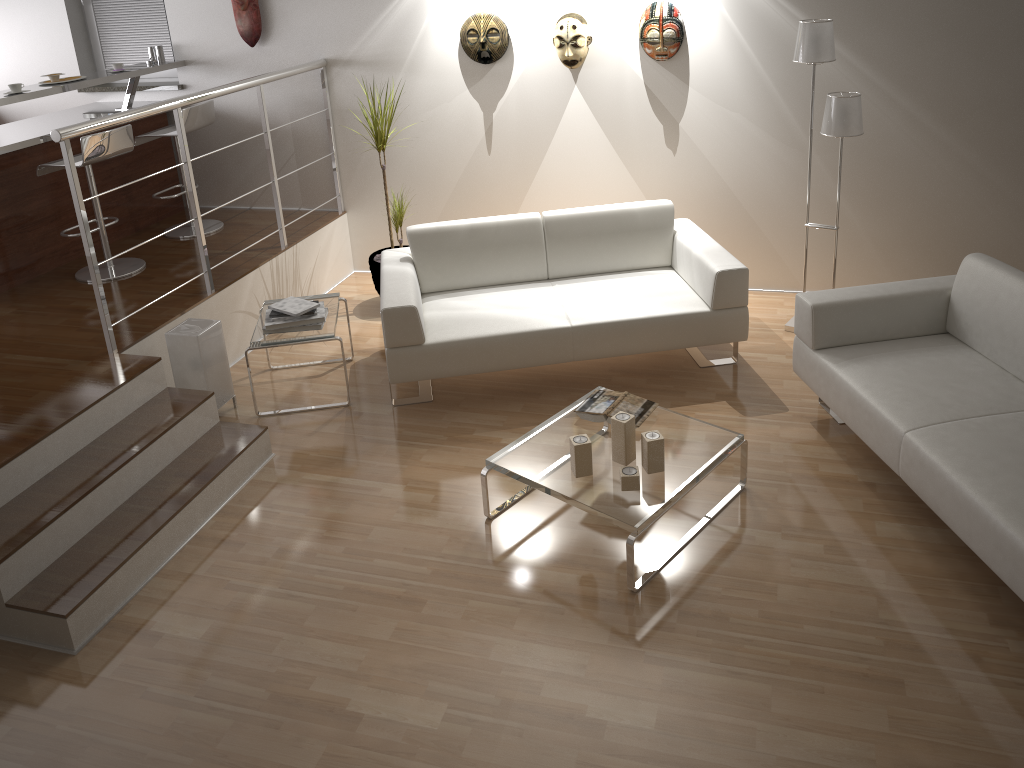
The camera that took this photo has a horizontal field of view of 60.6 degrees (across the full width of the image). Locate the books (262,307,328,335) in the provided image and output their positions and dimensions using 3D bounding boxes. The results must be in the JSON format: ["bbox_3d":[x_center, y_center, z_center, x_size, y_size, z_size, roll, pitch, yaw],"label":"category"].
[{"bbox_3d":[-1.077,-0.317,4.371,0.287,0.026,0.240,-5,26,-2],"label":"books"}]

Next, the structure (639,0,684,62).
[{"bbox_3d":[0.857,-2.038,5.057,0.265,0.336,0.079,3,21,18],"label":"structure"}]

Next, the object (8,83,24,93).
[{"bbox_3d":[-2.750,-1.642,4.862,0.080,0.043,0.070,-16,27,-25],"label":"object"}]

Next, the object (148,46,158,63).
[{"bbox_3d":[-2.487,-2.279,6.060,0.052,0.104,0.055,-3,21,2],"label":"object"}]

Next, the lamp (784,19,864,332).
[{"bbox_3d":[1.627,-1.043,4.568,0.370,1.586,0.216,11,25,37],"label":"lamp"}]

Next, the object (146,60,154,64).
[{"bbox_3d":[-2.485,-2.209,6.012,0.051,0.018,0.053,5,27,19],"label":"object"}]

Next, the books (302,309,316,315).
[{"bbox_3d":[-1.081,-0.373,4.351,0.216,0.014,0.160,-5,26,-2],"label":"books"}]

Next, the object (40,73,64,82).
[{"bbox_3d":[-2.725,-1.829,5.234,0.130,0.039,0.147,5,27,18],"label":"object"}]

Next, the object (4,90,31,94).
[{"bbox_3d":[-2.758,-1.615,4.857,0.140,0.008,0.136,6,28,19],"label":"object"}]

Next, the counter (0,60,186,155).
[{"bbox_3d":[-2.928,-1.734,5.472,0.840,0.302,2.216,4,27,16],"label":"counter"}]

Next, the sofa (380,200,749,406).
[{"bbox_3d":[0.220,-0.469,4.590,1.784,0.703,0.955,-7,24,-6],"label":"sofa"}]

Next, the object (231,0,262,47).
[{"bbox_3d":[-1.765,-2.603,5.734,0.153,0.749,0.156,-14,22,-25],"label":"object"}]

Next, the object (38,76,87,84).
[{"bbox_3d":[-2.714,-1.837,5.299,0.219,0.010,0.325,6,28,19],"label":"object"}]

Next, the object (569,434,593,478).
[{"bbox_3d":[0.253,0.258,3.208,0.067,0.143,0.070,-8,21,-11],"label":"object"}]

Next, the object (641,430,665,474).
[{"bbox_3d":[0.515,0.243,3.201,0.067,0.143,0.070,-8,21,-11],"label":"object"}]

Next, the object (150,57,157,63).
[{"bbox_3d":[-2.462,-2.225,6.014,0.052,0.043,0.053,-14,25,-22],"label":"object"}]

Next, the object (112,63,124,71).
[{"bbox_3d":[-2.537,-2.044,5.648,0.081,0.043,0.069,-20,29,-31],"label":"object"}]

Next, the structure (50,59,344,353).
[{"bbox_3d":[-1.559,-1.141,4.905,0.057,0.995,2.449,2,26,17],"label":"structure"}]

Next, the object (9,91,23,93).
[{"bbox_3d":[-2.755,-1.622,4.866,0.077,0.002,0.081,-12,27,-16],"label":"object"}]

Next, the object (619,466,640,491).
[{"bbox_3d":[0.419,0.330,3.119,0.067,0.070,0.071,-3,23,3],"label":"object"}]

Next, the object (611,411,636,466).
[{"bbox_3d":[0.415,0.197,3.259,0.068,0.186,0.069,14,27,40],"label":"object"}]

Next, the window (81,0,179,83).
[{"bbox_3d":[-2.743,-2.785,6.245,0.845,1.203,0.149,3,21,18],"label":"window"}]

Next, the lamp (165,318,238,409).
[{"bbox_3d":[-1.517,-0.063,4.288,0.199,0.456,0.202,3,21,17],"label":"lamp"}]

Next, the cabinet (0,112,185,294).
[{"bbox_3d":[-2.995,-1.209,5.562,0.635,0.711,1.948,3,26,17],"label":"cabinet"}]

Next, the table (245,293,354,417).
[{"bbox_3d":[-1.080,-0.168,4.526,0.465,0.380,0.580,-7,24,-6],"label":"table"}]

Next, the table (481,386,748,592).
[{"bbox_3d":[0.408,0.355,3.418,0.715,0.237,0.822,18,33,38],"label":"table"}]

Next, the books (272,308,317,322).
[{"bbox_3d":[-1.080,-0.360,4.356,0.217,0.014,0.159,-9,27,-11],"label":"books"}]

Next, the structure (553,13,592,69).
[{"bbox_3d":[0.345,-2.030,5.201,0.243,0.312,0.136,4,22,18],"label":"structure"}]

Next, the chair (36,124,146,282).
[{"bbox_3d":[-2.391,-1.050,5.053,0.427,0.805,0.407,4,22,21],"label":"chair"}]

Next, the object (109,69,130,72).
[{"bbox_3d":[-2.537,-2.018,5.643,0.140,0.008,0.137,-5,26,-2],"label":"object"}]

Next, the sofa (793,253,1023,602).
[{"bbox_3d":[1.829,0.123,3.163,0.907,0.701,1.880,-6,25,-6],"label":"sofa"}]

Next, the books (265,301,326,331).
[{"bbox_3d":[-1.079,-0.342,4.362,0.288,0.026,0.239,-9,27,-11],"label":"books"}]

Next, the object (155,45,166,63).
[{"bbox_3d":[-2.430,-2.279,6.048,0.052,0.106,0.055,-3,21,2],"label":"object"}]

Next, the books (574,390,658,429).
[{"bbox_3d":[0.430,0.100,3.603,0.295,0.053,0.212,13,30,30],"label":"books"}]

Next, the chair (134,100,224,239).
[{"bbox_3d":[-2.159,-1.419,5.770,0.426,0.805,0.407,1,21,13],"label":"chair"}]

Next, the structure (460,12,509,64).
[{"bbox_3d":[-0.178,-2.119,5.377,0.317,0.300,0.073,4,21,18],"label":"structure"}]

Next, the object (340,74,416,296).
[{"bbox_3d":[-0.772,-1.162,5.355,0.444,1.399,0.523,8,23,29],"label":"object"}]
